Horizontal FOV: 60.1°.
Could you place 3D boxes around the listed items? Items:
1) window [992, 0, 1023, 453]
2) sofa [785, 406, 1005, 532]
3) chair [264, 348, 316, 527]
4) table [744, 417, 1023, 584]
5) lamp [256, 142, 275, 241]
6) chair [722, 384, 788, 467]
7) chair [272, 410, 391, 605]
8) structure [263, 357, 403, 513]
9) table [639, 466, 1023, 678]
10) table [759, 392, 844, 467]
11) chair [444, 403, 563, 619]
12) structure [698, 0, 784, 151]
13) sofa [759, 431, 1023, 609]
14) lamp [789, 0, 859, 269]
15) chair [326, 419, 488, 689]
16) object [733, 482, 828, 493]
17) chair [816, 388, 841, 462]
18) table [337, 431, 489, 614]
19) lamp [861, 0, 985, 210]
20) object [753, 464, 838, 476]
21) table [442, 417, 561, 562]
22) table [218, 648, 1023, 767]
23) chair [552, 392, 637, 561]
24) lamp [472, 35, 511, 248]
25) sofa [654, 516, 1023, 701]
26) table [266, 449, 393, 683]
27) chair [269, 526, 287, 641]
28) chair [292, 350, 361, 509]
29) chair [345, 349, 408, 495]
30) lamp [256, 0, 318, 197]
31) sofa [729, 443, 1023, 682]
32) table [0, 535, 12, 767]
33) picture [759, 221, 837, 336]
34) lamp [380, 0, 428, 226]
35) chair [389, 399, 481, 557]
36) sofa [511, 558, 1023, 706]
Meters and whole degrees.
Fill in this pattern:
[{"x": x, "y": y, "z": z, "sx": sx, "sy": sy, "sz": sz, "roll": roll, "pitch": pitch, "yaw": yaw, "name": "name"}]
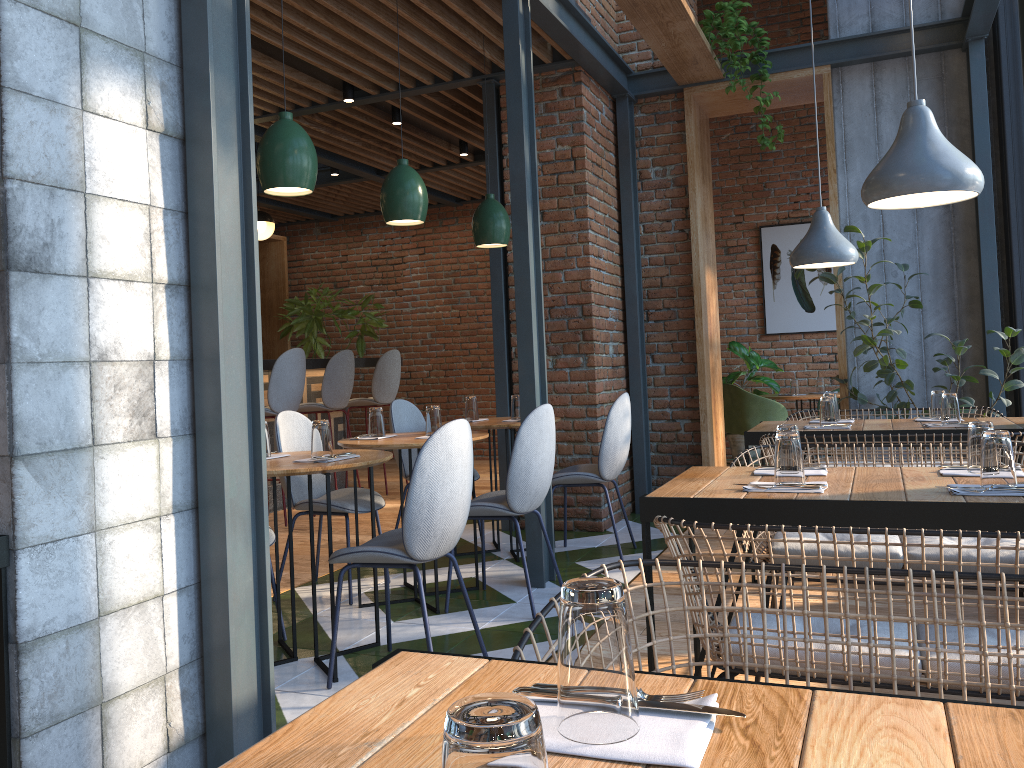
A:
[{"x": 1.366, "y": -2.231, "z": 1.449, "sx": 0.127, "sy": 5.604, "sz": 8.724, "roll": -3, "pitch": 0, "yaw": 23, "name": "window"}, {"x": 2.019, "y": 0.507, "z": 4.685, "sx": 1.091, "sy": 0.734, "sz": 0.470, "roll": -2, "pitch": -1, "yaw": 22, "name": "sofa"}, {"x": -1.734, "y": 0.370, "z": 6.400, "sx": 0.507, "sy": 1.245, "sz": 0.418, "roll": -3, "pitch": -1, "yaw": 19, "name": "chair"}, {"x": 1.802, "y": 0.541, "z": 4.156, "sx": 1.270, "sy": 0.707, "sz": 0.658, "roll": -2, "pitch": 0, "yaw": 22, "name": "table"}, {"x": -2.378, "y": -3.206, "z": 8.124, "sx": 0.268, "sy": 3.799, "sz": 0.268, "roll": -3, "pitch": -2, "yaw": 32, "name": "lamp"}, {"x": 2.082, "y": 0.396, "z": 7.678, "sx": 0.515, "sy": 0.819, "sz": 0.638, "roll": -2, "pitch": 0, "yaw": -14, "name": "chair"}, {"x": -0.878, "y": 0.566, "z": 4.306, "sx": 0.507, "sy": 0.888, "sz": 0.418, "roll": -3, "pitch": -1, "yaw": 19, "name": "chair"}, {"x": -3.248, "y": 0.368, "z": 6.561, "sx": 2.914, "sy": 1.398, "sz": 4.922, "roll": -2, "pitch": 1, "yaw": 23, "name": "structure"}, {"x": 1.058, "y": 0.614, "z": 2.354, "sx": 1.270, "sy": 0.707, "sz": 0.658, "roll": -2, "pitch": 0, "yaw": 22, "name": "table"}, {"x": 2.605, "y": 0.435, "z": 7.810, "sx": 0.807, "sy": 0.688, "sz": 0.807, "roll": -3, "pitch": 0, "yaw": 6, "name": "table"}, {"x": -0.049, "y": 0.537, "z": 3.959, "sx": 0.507, "sy": 0.888, "sz": 0.418, "roll": -3, "pitch": -1, "yaw": 24, "name": "chair"}, {"x": 1.466, "y": -1.965, "z": 5.683, "sx": 0.513, "sy": 0.970, "sz": 0.664, "roll": -3, "pitch": -1, "yaw": 15, "name": "structure"}, {"x": 1.589, "y": 0.549, "z": 3.641, "sx": 1.091, "sy": 0.734, "sz": 0.470, "roll": -2, "pitch": -1, "yaw": 22, "name": "sofa"}, {"x": 1.579, "y": -2.882, "z": 4.825, "sx": 0.352, "sy": 4.496, "sz": 0.353, "roll": -3, "pitch": -2, "yaw": 27, "name": "lamp"}, {"x": -0.381, "y": 0.570, "z": 3.102, "sx": 0.507, "sy": 0.888, "sz": 0.418, "roll": -3, "pitch": -1, "yaw": 24, "name": "chair"}, {"x": 0.710, "y": 0.266, "z": 2.342, "sx": 0.242, "sy": 0.019, "sz": 0.157, "roll": -2, "pitch": 1, "yaw": 24, "name": "object"}, {"x": 3.078, "y": 0.346, "z": 7.942, "sx": 0.515, "sy": 0.819, "sz": 0.638, "roll": -2, "pitch": -1, "yaw": -19, "name": "chair"}, {"x": -0.441, "y": 0.621, "z": 4.121, "sx": 0.700, "sy": 0.748, "sz": 0.698, "roll": -2, "pitch": 0, "yaw": -25, "name": "table"}, {"x": 1.190, "y": -2.821, "z": 2.848, "sx": 0.352, "sy": 4.496, "sz": 0.353, "roll": -4, "pitch": -2, "yaw": 39, "name": "lamp"}, {"x": 0.840, "y": 0.254, "z": 2.633, "sx": 0.242, "sy": 0.019, "sz": 0.157, "roll": -2, "pitch": 1, "yaw": 21, "name": "object"}, {"x": -0.054, "y": 0.583, "z": 5.058, "sx": 0.700, "sy": 0.748, "sz": 0.698, "roll": -2, "pitch": 0, "yaw": -21, "name": "table"}, {"x": 0.330, "y": 0.684, "z": 0.589, "sx": 1.270, "sy": 0.707, "sz": 0.658, "roll": -2, "pitch": 0, "yaw": 22, "name": "table"}, {"x": 0.412, "y": 0.497, "z": 4.864, "sx": 0.507, "sy": 0.888, "sz": 0.418, "roll": -3, "pitch": -1, "yaw": 19, "name": "chair"}, {"x": -0.160, "y": -1.804, "z": 5.121, "sx": 0.223, "sy": 2.024, "sz": 0.224, "roll": -3, "pitch": -2, "yaw": 26, "name": "lamp"}, {"x": 0.842, "y": 0.622, "z": 1.832, "sx": 1.091, "sy": 0.734, "sz": 0.470, "roll": -2, "pitch": -1, "yaw": 22, "name": "sofa"}, {"x": -0.781, "y": 0.654, "z": 3.297, "sx": 0.698, "sy": 0.748, "sz": 0.700, "roll": -3, "pitch": 0, "yaw": 33, "name": "table"}, {"x": -1.191, "y": 0.598, "z": 3.472, "sx": 0.507, "sy": 0.888, "sz": 0.418, "roll": -3, "pitch": -1, "yaw": 29, "name": "chair"}, {"x": -1.509, "y": 0.354, "z": 7.135, "sx": 0.507, "sy": 1.245, "sz": 0.418, "roll": -3, "pitch": -1, "yaw": 20, "name": "chair"}, {"x": -1.217, "y": 0.327, "z": 7.807, "sx": 0.507, "sy": 1.245, "sz": 0.418, "roll": -3, "pitch": -1, "yaw": 22, "name": "chair"}, {"x": -0.886, "y": -1.733, "z": 3.361, "sx": 0.223, "sy": 2.024, "sz": 0.224, "roll": -3, "pitch": -2, "yaw": 26, "name": "lamp"}, {"x": 1.273, "y": 0.580, "z": 2.875, "sx": 1.091, "sy": 0.734, "sz": 0.470, "roll": -2, "pitch": -1, "yaw": 22, "name": "sofa"}, {"x": -1.833, "y": 0.750, "z": 0.626, "sx": 0.657, "sy": 0.766, "sz": 2.773, "roll": -3, "pitch": 1, "yaw": 22, "name": "table"}, {"x": 2.830, "y": -1.040, "z": 8.696, "sx": 0.725, "sy": 1.096, "sz": 0.023, "roll": -3, "pitch": -1, "yaw": 22, "name": "picture"}, {"x": -0.546, "y": -1.766, "z": 4.185, "sx": 0.223, "sy": 2.024, "sz": 0.224, "roll": -3, "pitch": -2, "yaw": 26, "name": "lamp"}, {"x": -0.450, "y": 0.527, "z": 5.226, "sx": 0.507, "sy": 0.888, "sz": 0.418, "roll": -3, "pitch": -1, "yaw": 24, "name": "chair"}, {"x": 0.545, "y": 0.650, "z": 1.113, "sx": 1.091, "sy": 0.734, "sz": 0.470, "roll": -2, "pitch": -1, "yaw": 22, "name": "sofa"}]
